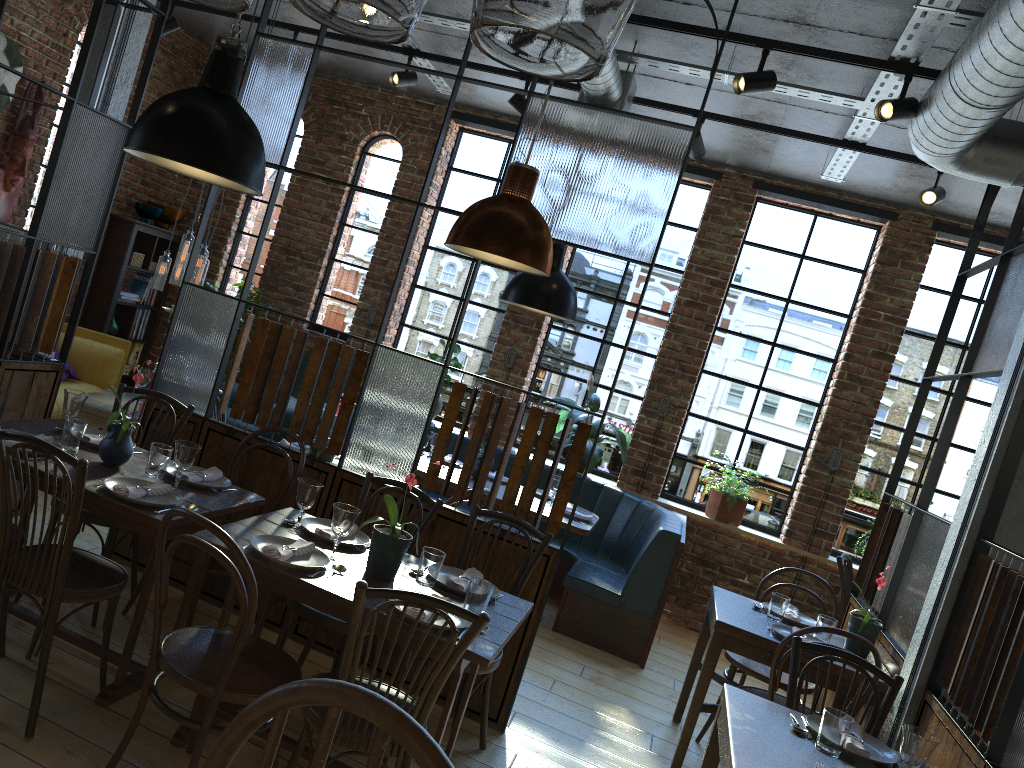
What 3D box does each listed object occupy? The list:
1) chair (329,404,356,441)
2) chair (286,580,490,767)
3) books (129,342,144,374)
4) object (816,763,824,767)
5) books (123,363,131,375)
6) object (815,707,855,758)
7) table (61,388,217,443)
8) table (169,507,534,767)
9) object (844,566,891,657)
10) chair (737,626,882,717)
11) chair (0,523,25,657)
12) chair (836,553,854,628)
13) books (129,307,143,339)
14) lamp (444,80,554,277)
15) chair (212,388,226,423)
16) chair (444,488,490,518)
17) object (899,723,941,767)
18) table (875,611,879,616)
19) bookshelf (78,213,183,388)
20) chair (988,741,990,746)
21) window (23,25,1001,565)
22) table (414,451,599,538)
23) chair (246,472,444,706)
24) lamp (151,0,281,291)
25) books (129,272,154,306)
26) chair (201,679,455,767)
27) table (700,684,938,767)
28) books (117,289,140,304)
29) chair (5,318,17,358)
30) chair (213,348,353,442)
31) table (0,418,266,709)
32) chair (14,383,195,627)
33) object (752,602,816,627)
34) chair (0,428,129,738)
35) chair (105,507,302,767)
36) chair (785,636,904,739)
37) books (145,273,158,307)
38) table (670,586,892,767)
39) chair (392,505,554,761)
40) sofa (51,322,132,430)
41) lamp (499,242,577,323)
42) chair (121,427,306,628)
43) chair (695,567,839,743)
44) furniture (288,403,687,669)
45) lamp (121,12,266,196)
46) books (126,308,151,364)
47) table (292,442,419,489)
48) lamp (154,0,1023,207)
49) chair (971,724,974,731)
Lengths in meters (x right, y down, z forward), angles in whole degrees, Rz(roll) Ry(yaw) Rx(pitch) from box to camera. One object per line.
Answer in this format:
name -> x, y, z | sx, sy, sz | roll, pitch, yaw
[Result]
chair -> -0.945, 0.640, 5.054 | 0.524, 1.006, 0.460 | 17, 3, -14
chair -> -0.414, 0.953, 2.546 | 0.398, 0.915, 0.530 | 17, 3, -12
books -> -3.318, -0.244, 7.638 | 0.194, 0.273, 0.082 | 18, 3, 16
object -> 0.970, 1.085, 2.297 | 0.335, 0.051, 0.261 | 18, 3, 18
books -> -3.371, -0.153, 7.374 | 0.251, 0.088, 0.294 | 18, 3, 16
object -> 0.945, 1.027, 2.594 | 0.080, 0.119, 0.088 | 15, 4, -45
table -> -2.449, 0.400, 5.806 | 0.751, 0.508, 0.935 | 17, 2, -2
table -> -0.581, 0.982, 3.026 | 1.057, 0.727, 0.709 | 18, 3, 15
object -> 1.622, 1.012, 4.017 | 0.144, 0.426, 0.206 | 17, 3, -16
chair -> 1.170, 1.388, 3.699 | 0.443, 0.921, 0.543 | 18, 3, 5
chair -> -1.905, 0.476, 2.968 | 0.418, 0.915, 0.505 | 18, 3, 18
chair -> 2.298, 1.642, 5.792 | 0.546, 0.915, 0.386 | 19, 3, 34
books -> -3.253, -0.533, 7.484 | 0.177, 0.273, 0.083 | 18, 3, 15
lamp -> 0.149, -1.045, 2.889 | 0.361, 1.335, 0.376 | 17, 3, -14
chair -> -1.509, 0.523, 4.652 | 0.531, 0.915, 0.398 | 18, 3, 9
chair -> -0.489, 0.853, 4.290 | 0.576, 0.921, 0.417 | 19, 3, 36
object -> 1.085, 1.041, 2.403 | 0.103, 0.192, 0.094 | 19, 3, 34
table -> 2.699, 1.876, 5.621 | 0.770, 0.727, 0.732 | 18, 3, 14
bookshelf -> -3.268, -0.529, 7.378 | 0.324, 1.668, 0.797 | 18, 3, 12
chair -> 2.093, 1.646, 3.418 | 0.542, 1.006, 0.445 | 18, 3, 6
window -> -0.883, -0.986, 6.483 | 8.296, 2.430, 3.534 | 16, 3, -18
table -> -0.274, 0.982, 5.953 | 1.580, 0.661, 0.802 | 18, 3, 15
chair -> -0.646, 0.840, 3.479 | 0.418, 0.915, 0.505 | 18, 3, 18
lamp -> -1.927, -1.540, 5.601 | 0.303, 2.120, 0.479 | 19, 3, 38
books -> -3.167, -0.816, 7.516 | 0.167, 0.258, 0.121 | 18, 3, 15
chair -> -0.397, 0.894, 0.842 | 0.455, 1.195, 0.394 | 19, 3, 33
table -> 0.881, 1.455, 2.514 | 0.770, 0.727, 0.732 | 18, 3, 14
books -> -3.223, -0.730, 7.287 | 0.183, 0.080, 0.262 | 18, 3, 13
chair -> -2.764, 0.114, 4.311 | 0.452, 1.006, 0.534 | 17, 3, 0
chair -> -1.838, 0.234, 6.818 | 0.847, 1.097, 0.982 | 19, 3, 38
table -> -1.643, 0.642, 3.353 | 1.057, 0.727, 0.709 | 18, 3, 15
chair -> -1.746, 0.487, 3.821 | 0.405, 0.915, 0.522 | 17, 3, -2
object -> 1.336, 1.109, 4.279 | 0.335, 0.051, 0.261 | 18, 3, 18
chair -> -1.504, 0.603, 2.894 | 0.415, 0.915, 0.509 | 18, 3, 13
chair -> -0.865, 0.812, 2.604 | 0.457, 0.921, 0.525 | 19, 3, 31
chair -> 0.974, 1.365, 2.874 | 0.418, 0.915, 0.505 | 18, 3, 18
books -> -3.138, -0.811, 7.611 | 0.182, 0.258, 0.077 | 18, 3, 16
table -> 1.201, 1.484, 4.075 | 0.770, 0.727, 0.732 | 18, 3, 14
chair -> -0.197, 0.978, 3.473 | 0.418, 0.915, 0.505 | 18, 3, 18
sofa -> -3.352, -0.013, 5.850 | 0.788, 0.763, 1.999 | 17, 2, -4
lamp -> 0.367, -1.114, 5.821 | 0.553, 1.326, 0.505 | 19, 3, 31
chair -> -1.276, 0.629, 3.867 | 0.457, 0.921, 0.525 | 19, 3, 31
chair -> 1.310, 1.399, 4.416 | 0.457, 0.921, 0.525 | 19, 3, 31
furniture -> -0.187, 0.912, 6.207 | 2.680, 0.822, 1.330 | 18, 3, 15
lamp -> -0.982, -1.414, 3.240 | 0.551, 1.326, 0.508 | 19, 3, 27
books -> -3.319, -0.391, 7.383 | 0.194, 0.575, 0.575 | 18, 3, 10
table -> -1.032, 0.778, 4.530 | 0.770, 0.727, 0.732 | 18, 3, 14
lamp -> -0.160, -1.669, 2.298 | 7.413, 0.274, 6.107 | 18, 3, 14
chair -> 3.287, 1.958, 5.503 | 0.531, 0.915, 0.398 | 18, 3, 9
